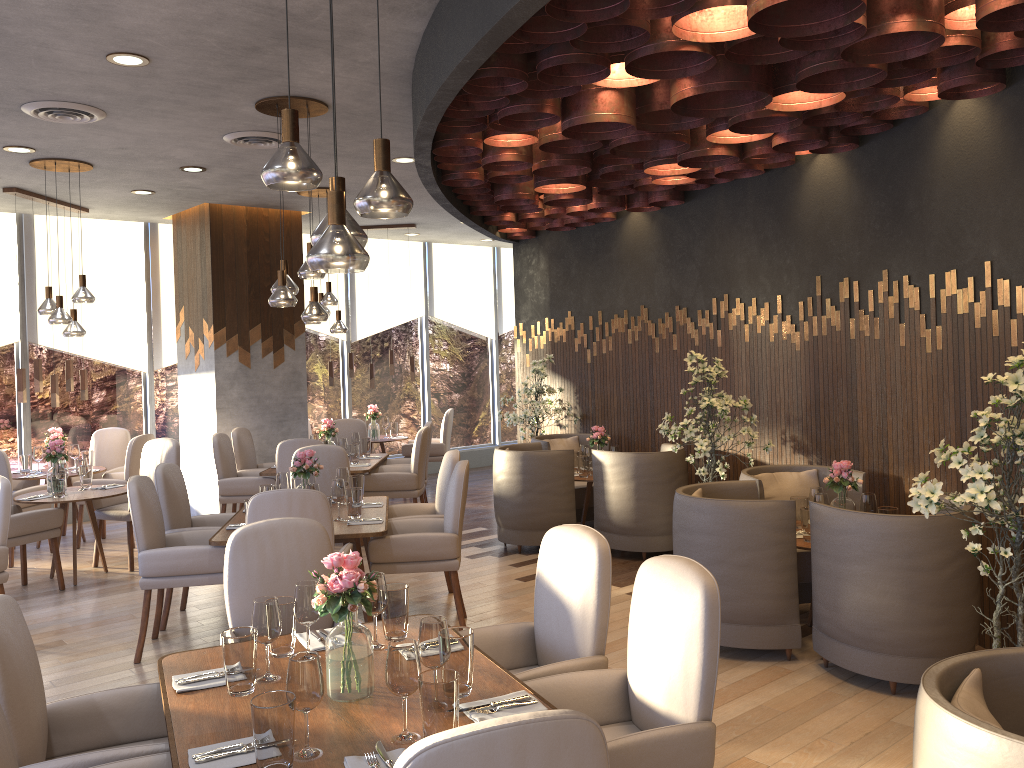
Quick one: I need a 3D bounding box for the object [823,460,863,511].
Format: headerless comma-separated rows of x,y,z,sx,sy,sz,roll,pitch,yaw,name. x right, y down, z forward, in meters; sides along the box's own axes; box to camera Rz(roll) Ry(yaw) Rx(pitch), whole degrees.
1.842,0.630,4.943,0.198,0.416,0.210,-2,1,-28,object

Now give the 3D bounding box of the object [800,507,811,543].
1.613,0.761,4.791,0.102,0.178,0.102,-1,1,34,object

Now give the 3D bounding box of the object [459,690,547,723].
-0.044,0.873,2.394,0.255,0.019,0.157,-3,2,-24,object

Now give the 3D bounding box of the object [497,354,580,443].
0.234,0.508,8.853,0.747,1.616,0.788,-2,1,-35,object

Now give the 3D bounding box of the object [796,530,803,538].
1.561,0.838,4.948,0.255,0.019,0.157,-2,2,-2,object

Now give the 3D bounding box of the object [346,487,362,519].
-0.954,0.720,5.358,0.102,0.178,0.102,-2,1,9,object

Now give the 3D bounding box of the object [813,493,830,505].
1.697,0.724,4.859,0.092,0.244,0.092,-2,0,18,object

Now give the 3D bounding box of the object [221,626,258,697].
-0.792,0.810,2.584,0.102,0.178,0.102,-2,1,-19,object

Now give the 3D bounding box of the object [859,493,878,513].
1.938,0.718,4.814,0.092,0.244,0.092,-2,0,22,object

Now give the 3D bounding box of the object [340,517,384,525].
-0.883,0.803,5.206,0.255,0.019,0.157,-2,2,-7,object

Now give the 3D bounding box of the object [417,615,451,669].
-0.211,0.765,2.424,0.092,0.244,0.092,-2,0,18,object

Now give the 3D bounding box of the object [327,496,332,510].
-1.073,0.735,5.037,0.102,0.178,0.102,-2,1,1,object

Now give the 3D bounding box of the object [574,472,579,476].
0.507,0.778,7.636,0.255,0.019,0.157,-3,2,-19,object

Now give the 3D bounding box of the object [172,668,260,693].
-0.902,0.889,2.707,0.255,0.019,0.157,-3,2,-25,object

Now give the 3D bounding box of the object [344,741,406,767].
-0.302,0.892,2.071,0.157,0.019,0.255,-3,2,-22,object

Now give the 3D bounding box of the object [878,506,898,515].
2.009,0.751,4.730,0.102,0.178,0.102,-2,1,-7,object

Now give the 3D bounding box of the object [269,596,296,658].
-0.756,0.798,2.905,0.102,0.178,0.102,-2,1,-21,object

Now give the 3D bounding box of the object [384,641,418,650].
-0.289,0.863,2.913,0.255,0.019,0.157,-3,2,-24,object

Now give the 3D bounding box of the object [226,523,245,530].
-1.536,0.824,5.188,0.255,0.019,0.157,-2,2,-8,object

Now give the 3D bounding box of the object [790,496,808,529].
1.673,0.747,5.152,0.102,0.178,0.102,-2,1,-38,object

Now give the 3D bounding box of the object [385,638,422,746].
-0.272,0.773,2.234,0.092,0.244,0.092,-2,0,-20,object

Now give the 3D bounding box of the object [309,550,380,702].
-0.479,0.687,2.556,0.210,0.416,0.198,-2,1,-28,object

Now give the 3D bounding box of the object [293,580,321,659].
-0.658,0.764,2.857,0.092,0.244,0.092,-2,0,-25,object

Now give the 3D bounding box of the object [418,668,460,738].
-0.177,0.805,2.178,0.102,0.178,0.102,-1,1,44,object

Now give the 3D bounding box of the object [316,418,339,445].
-1.714,0.528,8.289,0.210,0.416,0.198,-2,1,27,object

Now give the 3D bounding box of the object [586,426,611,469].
0.763,0.569,7.723,0.210,0.416,0.198,-2,1,27,object

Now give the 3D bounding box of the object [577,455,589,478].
0.604,0.700,7.503,0.102,0.178,0.102,-2,1,7,object

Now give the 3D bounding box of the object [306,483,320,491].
-1.148,0.701,5.118,0.092,0.244,0.092,-2,0,-25,object

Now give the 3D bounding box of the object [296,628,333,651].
-0.635,0.870,3.022,0.157,0.019,0.255,-3,2,-27,object

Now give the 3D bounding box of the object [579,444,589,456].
0.640,0.656,7.806,0.092,0.244,0.092,-2,0,26,object

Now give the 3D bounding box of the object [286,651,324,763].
-0.503,0.783,2.159,0.092,0.244,0.092,-2,0,40,object

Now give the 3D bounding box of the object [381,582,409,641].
-0.401,0.782,3.038,0.102,0.178,0.102,-2,1,22,object

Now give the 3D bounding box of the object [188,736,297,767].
-0.663,0.900,2.186,0.255,0.019,0.157,-3,2,-25,object

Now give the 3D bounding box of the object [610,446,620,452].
0.888,0.654,7.614,0.092,0.244,0.092,-2,0,-1,object

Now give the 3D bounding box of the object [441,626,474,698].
-0.156,0.792,2.519,0.102,0.178,0.102,-2,1,-8,object

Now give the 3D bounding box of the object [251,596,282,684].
-0.741,0.773,2.680,0.092,0.244,0.092,-2,0,-5,object

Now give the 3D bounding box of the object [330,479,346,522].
-1.034,0.692,5.282,0.092,0.244,0.092,-2,0,41,object

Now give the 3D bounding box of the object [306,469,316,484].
-1.335,0.683,5.827,0.092,0.244,0.092,-2,0,15,object

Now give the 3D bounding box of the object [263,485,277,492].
-1.390,0.709,5.114,0.092,0.244,0.092,-2,0,-28,object

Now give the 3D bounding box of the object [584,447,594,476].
0.664,0.662,7.593,0.092,0.244,0.092,-2,0,23,object

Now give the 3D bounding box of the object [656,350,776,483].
1.441,0.558,6.294,0.788,1.616,0.746,-2,0,-14,object

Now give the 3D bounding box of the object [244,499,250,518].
-1.467,0.747,5.037,0.102,0.178,0.102,-2,1,8,object

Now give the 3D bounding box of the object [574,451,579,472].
0.548,0.689,7.863,0.102,0.178,0.102,-2,1,-16,object

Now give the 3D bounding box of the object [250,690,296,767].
-0.553,0.821,2.063,0.102,0.178,0.102,-2,1,-19,object

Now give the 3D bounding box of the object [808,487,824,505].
1.743,0.715,5.070,0.092,0.244,0.092,-2,0,43,object

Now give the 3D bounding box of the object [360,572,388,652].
-0.456,0.754,2.943,0.092,0.244,0.092,-2,0,-21,object

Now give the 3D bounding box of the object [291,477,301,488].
-1.415,0.716,5.901,0.102,0.178,0.102,-2,1,6,object

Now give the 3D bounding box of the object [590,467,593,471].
0.680,0.761,7.968,0.157,0.019,0.255,-3,2,-22,object

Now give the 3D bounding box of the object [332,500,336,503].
-1.265,0.788,5.979,0.157,0.019,0.255,-2,2,-10,object
